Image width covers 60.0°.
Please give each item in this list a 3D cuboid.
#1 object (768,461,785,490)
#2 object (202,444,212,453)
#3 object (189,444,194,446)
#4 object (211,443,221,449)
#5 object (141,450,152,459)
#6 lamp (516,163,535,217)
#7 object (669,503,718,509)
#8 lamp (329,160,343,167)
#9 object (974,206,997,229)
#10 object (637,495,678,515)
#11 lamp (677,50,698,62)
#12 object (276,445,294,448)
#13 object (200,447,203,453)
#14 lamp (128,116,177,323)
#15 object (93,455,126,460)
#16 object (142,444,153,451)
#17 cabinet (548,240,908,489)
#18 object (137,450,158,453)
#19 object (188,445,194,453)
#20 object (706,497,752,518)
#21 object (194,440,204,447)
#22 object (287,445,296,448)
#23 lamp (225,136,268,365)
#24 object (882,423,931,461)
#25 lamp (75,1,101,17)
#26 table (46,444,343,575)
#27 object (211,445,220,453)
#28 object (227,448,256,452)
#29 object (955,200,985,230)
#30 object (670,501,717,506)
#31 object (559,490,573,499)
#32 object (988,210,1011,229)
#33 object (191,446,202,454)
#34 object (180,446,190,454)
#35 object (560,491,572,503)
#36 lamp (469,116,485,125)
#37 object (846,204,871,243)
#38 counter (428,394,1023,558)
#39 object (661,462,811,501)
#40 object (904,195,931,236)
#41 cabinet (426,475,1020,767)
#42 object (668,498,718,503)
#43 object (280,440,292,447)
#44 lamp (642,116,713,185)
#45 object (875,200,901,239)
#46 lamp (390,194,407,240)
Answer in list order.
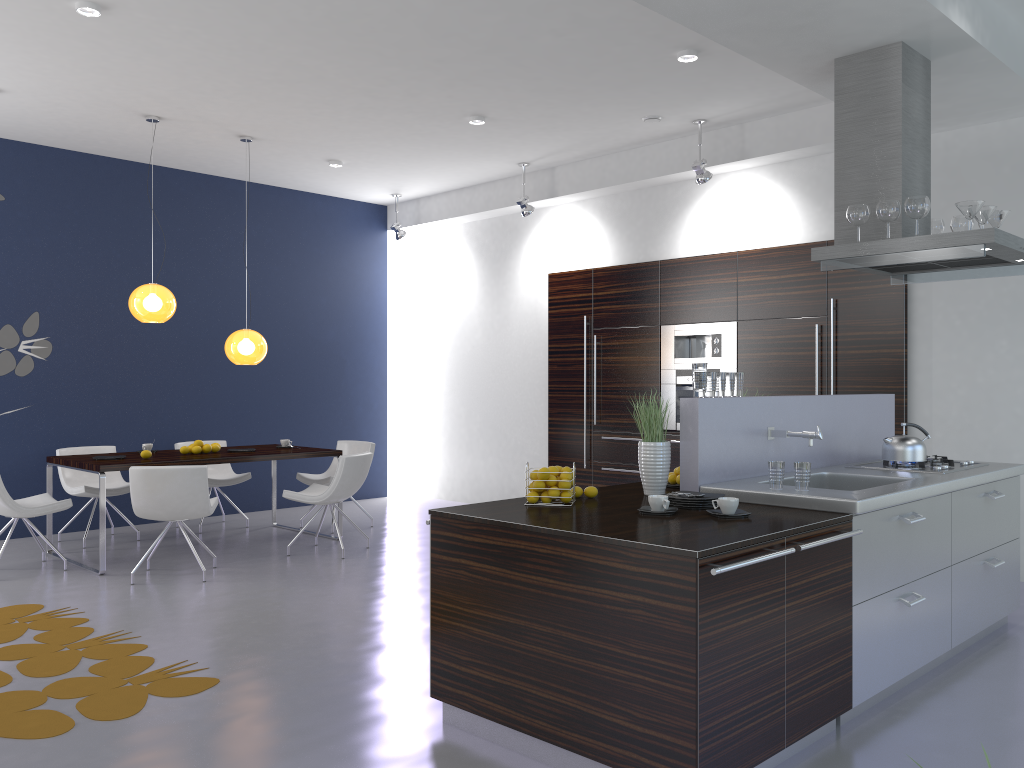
[{"bbox_3d":[1.139,0.394,3.823,0.071,0.119,0.072,0,0,45],"label":"object"},{"bbox_3d":[-2.540,0.538,7.380,0.076,0.080,0.094,0,0,-44],"label":"object"},{"bbox_3d":[-2.682,0.539,7.460,0.079,0.077,0.094,0,0,-1],"label":"object"},{"bbox_3d":[-2.526,0.539,7.550,0.094,0.077,0.079,0,0,19],"label":"object"},{"bbox_3d":[-2.826,0.544,6.851,0.083,0.068,0.070,0,0,-41],"label":"object"},{"bbox_3d":[0.132,-1.885,8.658,0.150,0.511,0.185,0,0,45],"label":"lamp"},{"bbox_3d":[0.756,0.501,3.704,0.232,0.020,0.232,0,0,-37],"label":"object"},{"bbox_3d":[-1.699,-2.124,8.557,0.132,0.035,0.132,0,0,2],"label":"lamp"},{"bbox_3d":[2.439,-0.824,4.599,0.137,0.174,0.137,0,0,10],"label":"object"},{"bbox_3d":[0.577,0.478,3.508,0.153,0.069,0.153,0,0,18],"label":"object"},{"bbox_3d":[1.136,-2.122,5.735,0.132,0.035,0.132,0,0,17],"label":"lamp"},{"bbox_3d":[-2.055,0.569,8.028,0.154,0.020,0.154,0,0,1],"label":"object"},{"bbox_3d":[-2.605,0.542,7.432,0.069,0.071,0.081,0,0,22],"label":"object"},{"bbox_3d":[-2.884,-1.317,7.119,0.358,1.645,0.359,0,0,-34],"label":"lamp"},{"bbox_3d":[-3.105,0.570,6.838,0.232,0.020,0.232,0,0,-17],"label":"object"},{"bbox_3d":[-3.070,0.538,7.470,0.081,0.064,0.101,0,0,-20],"label":"object"},{"bbox_3d":[1.848,0.110,8.077,3.600,2.500,0.669,0,0,45],"label":"cabinet"},{"bbox_3d":[-3.074,0.570,7.479,0.154,0.020,0.154,0,0,0],"label":"object"},{"bbox_3d":[-2.663,0.544,7.373,0.083,0.068,0.070,0,0,14],"label":"object"},{"bbox_3d":[0.840,0.478,3.434,0.153,0.069,0.153,0,0,-12],"label":"object"},{"bbox_3d":[-2.603,0.498,7.367,0.083,0.068,0.070,0,0,-41],"label":"object"},{"bbox_3d":[-1.962,0.562,7.964,0.155,0.028,0.032,0,0,26],"label":"object"},{"bbox_3d":[-2.308,-1.153,7.701,0.359,1.974,0.358,0,0,-40],"label":"lamp"},{"bbox_3d":[2.103,0.305,4.755,0.220,0.196,0.229,0,0,37],"label":"object"},{"bbox_3d":[-2.397,-2.121,5.019,0.132,0.035,0.132,0,0,-2],"label":"lamp"},{"bbox_3d":[-2.596,0.969,7.405,1.127,0.783,2.046,0,0,45],"label":"table"},{"bbox_3d":[-2.503,0.544,7.468,0.083,0.068,0.070,0,0,-41],"label":"object"},{"bbox_3d":[-2.314,0.570,7.589,0.232,0.020,0.232,0,0,-17],"label":"object"},{"bbox_3d":[2.305,-0.824,4.465,0.137,0.174,0.137,0,0,10],"label":"object"},{"bbox_3d":[0.756,0.492,3.704,0.232,0.020,0.232,0,0,-37],"label":"object"},{"bbox_3d":[0.231,0.479,3.800,0.061,0.053,0.053,0,0,-3],"label":"object"},{"bbox_3d":[2.575,-0.824,4.713,0.137,0.174,0.137,0,0,10],"label":"object"},{"bbox_3d":[-2.603,0.544,7.313,0.083,0.068,0.070,0,0,14],"label":"object"},{"bbox_3d":[-2.688,0.544,7.288,0.083,0.068,0.070,0,0,-41],"label":"object"},{"bbox_3d":[0.228,0.478,3.740,0.053,0.053,0.061,0,0,0],"label":"object"},{"bbox_3d":[-0.281,-2.123,7.146,0.132,0.035,0.132,0,0,-2],"label":"lamp"},{"bbox_3d":[1.862,-0.848,4.764,0.125,0.221,0.125,0,0,-20],"label":"object"},{"bbox_3d":[1.282,0.713,4.310,1.302,1.300,3.291,0,0,45],"label":"counter"},{"bbox_3d":[0.933,0.408,3.769,0.646,0.147,0.269,0,0,-20],"label":"object"},{"bbox_3d":[2.078,-0.847,4.550,0.125,0.221,0.125,0,0,-20],"label":"object"},{"bbox_3d":[1.276,0.937,4.319,1.377,0.852,3.285,0,0,45],"label":"cabinet"},{"bbox_3d":[0.756,0.482,3.704,0.232,0.020,0.232,0,0,-42],"label":"object"},{"bbox_3d":[-2.046,0.538,8.032,0.101,0.064,0.081,0,0,-19],"label":"object"},{"bbox_3d":[1.345,-1.884,7.204,0.605,0.511,0.171,0,0,-13],"label":"lamp"},{"bbox_3d":[1.974,-0.848,4.654,0.125,0.221,0.125,0,0,-20],"label":"object"},{"bbox_3d":[-1.286,-1.886,10.068,0.150,0.511,0.185,0,0,45],"label":"lamp"}]
